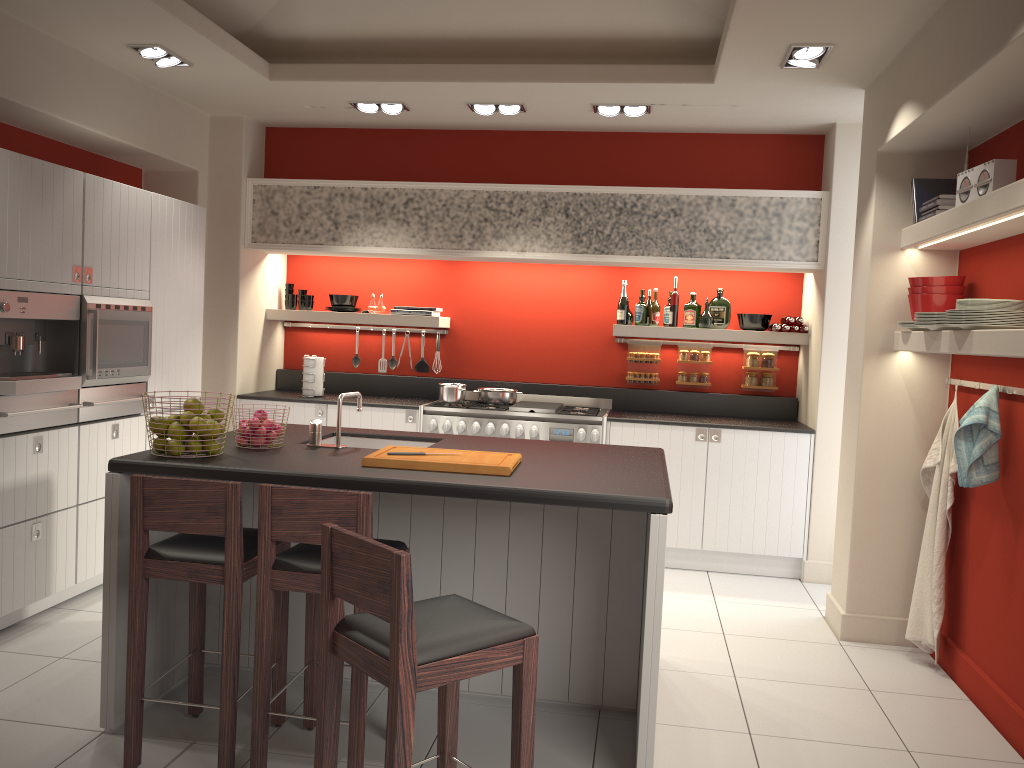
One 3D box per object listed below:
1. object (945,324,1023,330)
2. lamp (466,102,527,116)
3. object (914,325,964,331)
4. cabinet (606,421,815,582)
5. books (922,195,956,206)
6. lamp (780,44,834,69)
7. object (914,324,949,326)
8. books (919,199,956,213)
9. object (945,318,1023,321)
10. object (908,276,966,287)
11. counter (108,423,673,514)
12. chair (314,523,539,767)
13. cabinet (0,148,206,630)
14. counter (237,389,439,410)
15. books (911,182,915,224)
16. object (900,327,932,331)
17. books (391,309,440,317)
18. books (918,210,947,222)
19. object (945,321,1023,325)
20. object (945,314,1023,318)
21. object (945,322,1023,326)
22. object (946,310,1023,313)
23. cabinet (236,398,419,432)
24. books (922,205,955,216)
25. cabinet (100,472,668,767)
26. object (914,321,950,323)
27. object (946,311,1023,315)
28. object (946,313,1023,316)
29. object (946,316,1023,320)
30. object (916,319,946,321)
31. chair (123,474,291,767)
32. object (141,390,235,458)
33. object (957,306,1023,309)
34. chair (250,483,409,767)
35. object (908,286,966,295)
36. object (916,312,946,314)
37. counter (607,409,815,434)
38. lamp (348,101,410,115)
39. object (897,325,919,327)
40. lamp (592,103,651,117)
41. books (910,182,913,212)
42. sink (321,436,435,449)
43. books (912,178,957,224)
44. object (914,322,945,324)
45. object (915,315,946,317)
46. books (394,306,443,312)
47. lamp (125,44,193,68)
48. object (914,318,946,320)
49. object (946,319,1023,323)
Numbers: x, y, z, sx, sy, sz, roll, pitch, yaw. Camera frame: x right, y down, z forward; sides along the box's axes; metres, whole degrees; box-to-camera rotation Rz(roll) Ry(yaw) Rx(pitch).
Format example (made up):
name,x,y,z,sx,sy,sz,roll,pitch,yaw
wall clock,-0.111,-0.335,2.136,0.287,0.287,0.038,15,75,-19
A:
name,x,y,z,sx,sy,sz,roll,pitch,yaw
object,1.960,-0.228,3.634,0.339,0.020,0.339,3,3,11
lamp,-0.097,-1.797,5.711,0.361,0.104,0.199,3,3,8
object,2.003,-0.249,4.016,0.339,0.020,0.339,3,3,8
cabinet,1.344,0.767,6.287,1.361,0.993,0.687,3,3,8
books,2.088,-0.865,4.194,0.207,0.019,0.258,3,3,9
lamp,1.466,-1.646,4.418,0.199,0.090,0.361,3,3,8
object,2.004,-0.255,4.015,0.339,0.020,0.339,3,3,8
books,2.081,-0.841,4.208,0.207,0.030,0.258,3,3,8
object,1.961,-0.254,3.633,0.339,0.020,0.339,3,3,11
object,2.100,-0.460,4.396,0.260,0.161,0.260,1,4,-25
counter,-0.372,0.316,3.801,2.054,0.050,1.416,3,3,8
chair,-0.234,0.894,2.435,0.474,1.008,0.383,0,4,-41
cabinet,-2.575,0.024,4.623,0.717,2.249,2.558,3,3,8
counter,-1.263,0.111,6.647,1.360,0.026,0.699,3,3,8
books,2.133,-0.912,4.486,0.208,0.242,0.126,3,3,8
object,2.097,-0.268,4.410,0.339,0.020,0.339,3,3,11
books,-0.740,-0.545,6.810,0.331,0.042,0.207,4,4,13
books,2.078,-0.792,4.211,0.207,0.030,0.258,3,3,8
object,1.960,-0.241,3.634,0.339,0.020,0.339,3,3,11
object,1.962,-0.266,3.632,0.339,0.020,0.339,3,3,11
object,1.960,-0.234,3.634,0.339,0.020,0.339,3,3,11
object,1.963,-0.286,3.631,0.339,0.020,0.339,3,3,11
cabinet,-1.290,0.619,6.677,1.361,0.993,0.687,3,3,8
books,2.085,-0.815,4.197,0.207,0.019,0.258,3,3,9
cabinet,-0.404,0.847,3.831,2.034,1.010,1.423,3,3,8
object,2.004,-0.268,4.015,0.339,0.020,0.339,3,3,8
object,1.962,-0.279,3.632,0.339,0.020,0.339,3,3,11
object,1.962,-0.273,3.632,0.339,0.020,0.339,3,3,11
object,1.961,-0.260,3.633,0.339,0.020,0.339,3,3,11
object,2.005,-0.274,4.014,0.339,0.020,0.339,3,3,8
chair,-1.080,0.808,3.209,0.383,1.008,0.474,3,3,8
object,-1.256,0.153,3.437,0.341,0.232,0.341,6,4,41
object,1.966,-0.306,3.647,0.255,0.015,0.255,2,3,-10
chair,-0.625,0.833,3.142,0.383,1.008,0.474,3,3,10
object,2.101,-0.410,4.402,0.260,0.159,0.260,2,3,-10
object,2.006,-0.307,4.013,0.339,0.020,0.339,3,3,8
counter,1.366,0.258,6.258,1.360,0.026,0.699,3,3,8
lamp,-0.868,-1.839,5.826,0.361,0.109,0.199,3,3,8
object,2.098,-0.274,4.410,0.339,0.020,0.339,3,3,11
lamp,0.694,-1.753,5.594,0.361,0.103,0.199,3,3,8
books,2.146,-0.918,4.515,0.210,0.248,0.136,3,3,8
sink,-0.648,0.411,4.095,0.567,0.258,0.516,3,3,8
books,2.119,-0.912,4.441,0.207,0.246,0.136,3,3,8
object,2.004,-0.261,4.015,0.339,0.020,0.339,3,3,8
object,2.006,-0.294,4.013,0.339,0.020,0.339,3,3,8
books,-0.719,-0.580,6.826,0.332,0.026,0.207,3,3,9
lamp,-1.952,-1.827,4.924,0.199,0.084,0.361,3,3,8
object,2.005,-0.281,4.014,0.339,0.020,0.339,3,3,8
object,1.961,-0.247,3.633,0.339,0.020,0.339,3,3,11
